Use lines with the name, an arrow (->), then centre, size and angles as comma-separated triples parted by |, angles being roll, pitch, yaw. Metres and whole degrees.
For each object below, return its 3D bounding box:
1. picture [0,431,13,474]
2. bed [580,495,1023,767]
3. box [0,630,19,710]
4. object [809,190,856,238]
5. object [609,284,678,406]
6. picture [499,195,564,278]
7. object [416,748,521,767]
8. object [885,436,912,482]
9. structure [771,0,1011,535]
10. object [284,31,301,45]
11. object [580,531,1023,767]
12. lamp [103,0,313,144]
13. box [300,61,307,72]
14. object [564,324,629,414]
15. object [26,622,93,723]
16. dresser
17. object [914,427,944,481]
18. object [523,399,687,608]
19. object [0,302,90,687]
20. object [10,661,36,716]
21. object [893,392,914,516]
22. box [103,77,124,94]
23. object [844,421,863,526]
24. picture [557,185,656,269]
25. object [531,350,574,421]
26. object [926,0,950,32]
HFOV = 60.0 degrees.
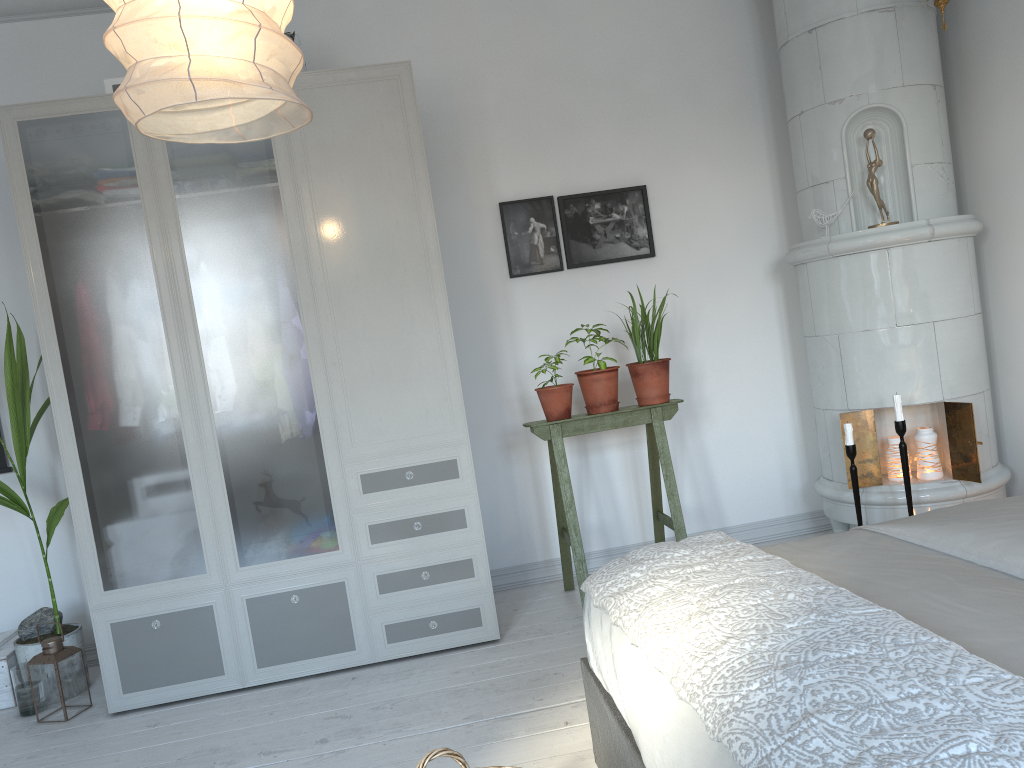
picture -> -2.614, -0.213, 3.693 | 0.792, 1.315, 0.057 | -9, 4, -7
bed -> 1.277, 0.342, 1.508 | 2.175, 1.048, 1.887 | -9, 3, -7
box -> -2.283, 1.194, 3.576 | 0.641, 0.218, 0.376 | -9, 3, -7
object -> 1.303, -0.683, 3.596 | 0.196, 0.165, 0.059 | -6, 5, 38
object -> 0.551, -0.164, 3.635 | 0.300, 0.499, 0.333 | -10, 4, -24
picture -> 0.089, -0.669, 4.033 | 0.250, 0.342, 0.022 | -9, 4, -7
object -> -0.049, 0.892, 1.625 | 0.319, 0.351, 0.318 | -7, 4, 25
object -> 1.590, 0.308, 3.656 | 0.093, 0.180, 0.092 | -9, 4, -3
structure -> 1.441, -0.613, 3.620 | 0.801, 2.839, 1.245 | -6, 5, 38
object -> -0.865, -1.320, 3.418 | 0.080, 0.110, 0.212 | -9, 3, -1
object -> 0.444, 0.434, 1.413 | 0.405, 0.104, 1.459 | -9, 3, -7
lamp -> -0.624, -1.076, 1.564 | 0.341, 1.232, 0.338 | -7, 4, 24
box -> -0.893, -1.183, 3.417 | 0.182, 0.158, 0.227 | -9, 3, -2
object -> 0.356, -0.068, 3.621 | 0.258, 0.370, 0.234 | -8, 4, 5
object -> -1.685, 1.055, 3.278 | 0.138, 0.352, 0.131 | -8, 4, 15
dresser -> -0.945, -0.003, 3.492 | 1.432, 2.165, 0.630 | -9, 4, -7
object -> 1.686, 0.282, 3.596 | 0.098, 0.210, 0.098 | -9, 4, -8
object -> 0.434, 0.497, 3.684 | 0.671, 0.775, 0.431 | -9, 4, -7
object -> -1.933, 0.474, 3.395 | 0.289, 1.556, 1.041 | -7, 4, 23
object -> -1.832, 1.155, 3.365 | 0.100, 0.180, 0.100 | -11, 5, -37
object -> 1.486, 0.384, 3.330 | 0.091, 0.719, 0.091 | -8, 4, 2
box -> -1.410, -1.076, 3.355 | 0.180, 0.108, 0.222 | -9, 3, -7
object -> 1.339, 0.449, 3.440 | 0.091, 0.623, 0.091 | -11, 4, -29
picture -> 0.434, -0.720, 4.071 | 0.415, 0.329, 0.037 | -9, 4, -7
object -> 0.162, 0.009, 3.618 | 0.194, 0.278, 0.177 | -12, 5, -40
object -> 1.599, -1.582, 3.333 | 0.105, 0.506, 0.117 | -11, 5, -33
